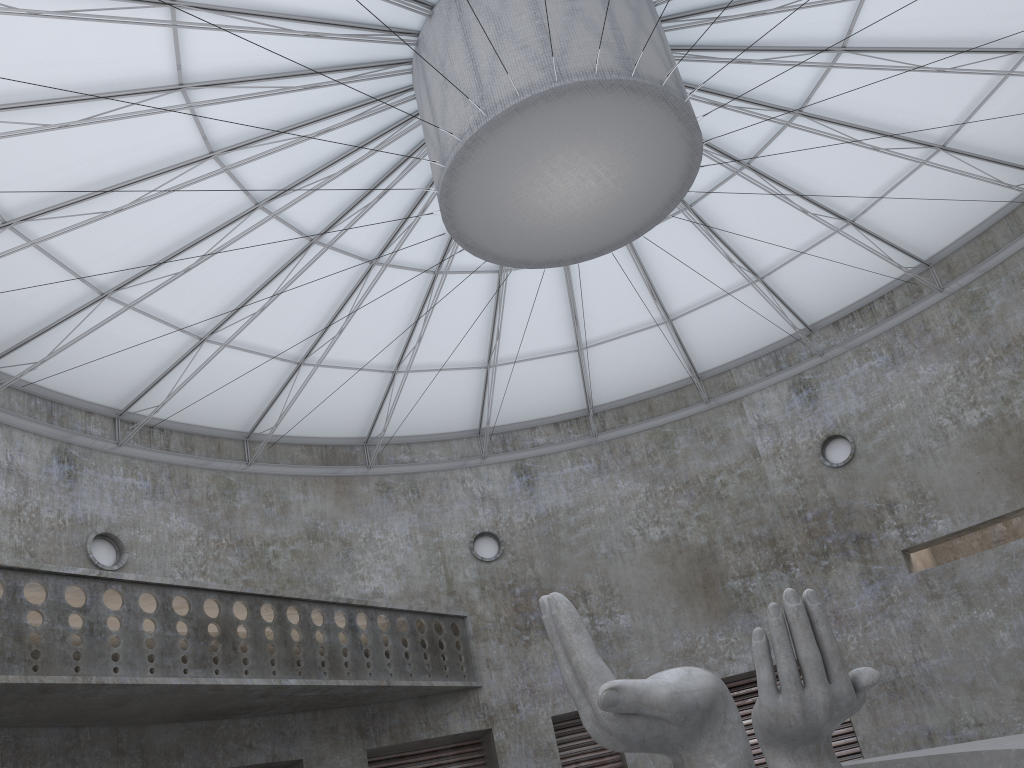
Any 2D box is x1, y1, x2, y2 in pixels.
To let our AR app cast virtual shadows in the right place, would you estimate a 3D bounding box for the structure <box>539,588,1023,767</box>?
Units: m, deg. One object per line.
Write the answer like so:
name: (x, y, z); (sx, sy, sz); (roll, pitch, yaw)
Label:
structure: (5.856, 5.169, 16.188); (10.690, 5.602, 15.979); (-8, -27, -10)
